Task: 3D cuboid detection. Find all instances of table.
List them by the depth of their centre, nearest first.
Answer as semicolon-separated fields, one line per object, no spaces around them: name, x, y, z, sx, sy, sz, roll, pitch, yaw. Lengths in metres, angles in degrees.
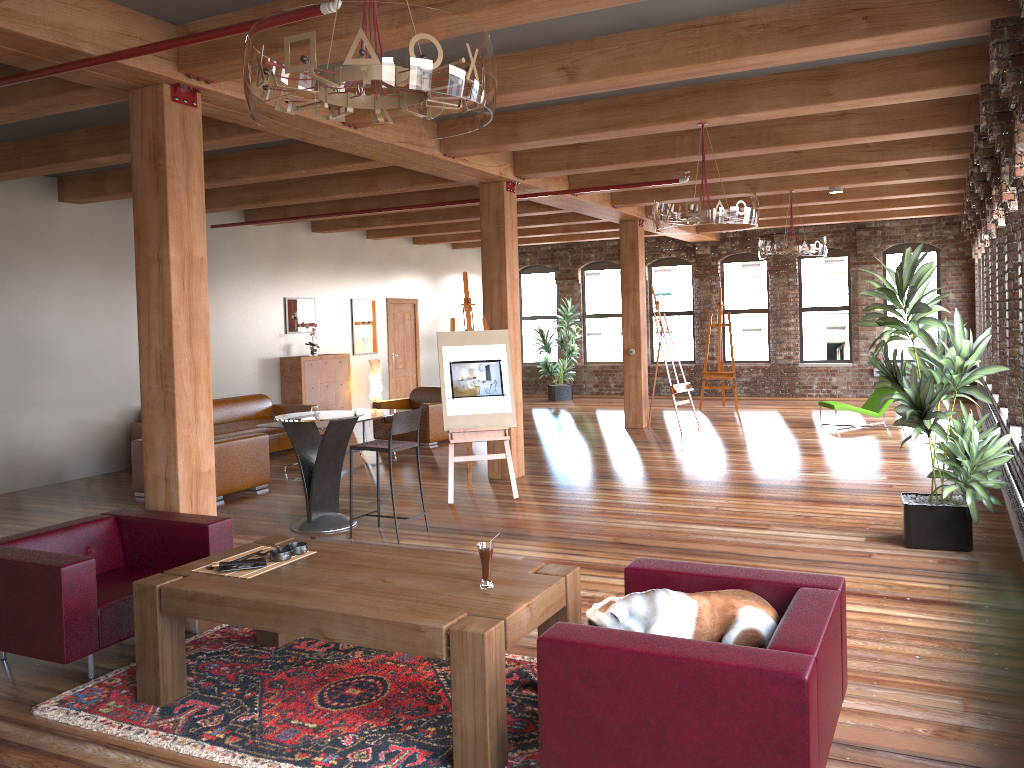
table;-0.673;1.111;3.904;1.750;0.549;0.902;0;4;26
table;-1.568;0.716;7.309;0.722;0.923;0.722;-4;3;-39
table;-2.037;0.674;10.563;0.939;0.559;1.875;0;4;26

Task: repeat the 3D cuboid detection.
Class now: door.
door;-2.026;-0.503;16.181;0.226;2.118;1.032;-1;2;26

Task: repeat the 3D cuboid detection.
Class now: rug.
rug;-0.710;1.383;3.925;2.462;0.009;1.346;0;5;26

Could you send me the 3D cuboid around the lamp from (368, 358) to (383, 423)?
lamp;-2.179;0.144;14.272;0.271;1.113;0.261;-2;2;-19

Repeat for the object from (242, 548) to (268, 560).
object;-1.244;0.821;4.253;0.007;0.008;0.271;-1;4;15

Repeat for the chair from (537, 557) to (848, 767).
chair;0.707;1.094;3.222;0.865;0.592;1.073;0;4;26

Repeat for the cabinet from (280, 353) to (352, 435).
cabinet;-2.976;0.164;13.581;0.418;1.207;1.188;-1;3;26

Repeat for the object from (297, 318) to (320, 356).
object;-3.055;-0.726;13.463;0.370;0.588;0.298;-1;2;21

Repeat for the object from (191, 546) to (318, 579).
object;-1.200;0.831;4.157;0.352;0.001;0.470;0;5;26

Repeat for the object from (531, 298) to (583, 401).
object;0.944;-0.725;18.247;1.080;2.101;0.968;-2;2;4

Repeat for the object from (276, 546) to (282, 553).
object;-1.083;0.780;4.135;0.045;0.079;0.137;-2;3;-9

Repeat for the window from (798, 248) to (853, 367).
window;5.869;-1.440;16.614;0.968;2.216;0.219;-1;2;26

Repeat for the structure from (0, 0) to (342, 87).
structure;-3.794;-1.693;5.346;6.807;0.112;0.051;0;3;26

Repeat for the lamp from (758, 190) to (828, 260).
lamp;3.395;-1.939;10.745;0.810;0.814;0.810;-3;3;-28

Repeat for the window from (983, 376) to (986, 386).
window;6.410;-1.119;11.819;0.233;2.212;0.970;-1;2;26

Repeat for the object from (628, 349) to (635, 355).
object;1.765;-0.475;13.105;0.095;0.095;0.061;0;3;26

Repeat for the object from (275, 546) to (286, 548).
object;-1.131;0.805;4.334;0.059;0.021;0.018;-3;3;-22

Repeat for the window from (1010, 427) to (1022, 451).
window;3.834;-0.670;6.553;0.235;2.212;0.970;-1;2;26

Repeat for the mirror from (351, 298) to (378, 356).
mirror;-2.498;-0.973;15.052;0.025;0.951;0.695;-1;2;26

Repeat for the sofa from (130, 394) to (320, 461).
sofa;-3.605;0.572;11.441;0.951;0.734;2.418;0;4;26

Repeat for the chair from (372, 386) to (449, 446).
chair;-1.298;0.430;12.497;1.064;0.734;0.832;1;4;36

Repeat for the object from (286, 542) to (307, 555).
object;-1.038;0.796;4.272;0.099;0.043;0.099;-4;5;-38

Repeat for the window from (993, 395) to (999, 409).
window;5.124;-0.895;9.187;0.236;2.212;0.970;-1;2;26

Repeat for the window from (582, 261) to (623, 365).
window;1.940;-1.490;18.613;0.968;2.167;0.086;-1;2;26

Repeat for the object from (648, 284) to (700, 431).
object;2.292;-0.419;13.062;0.685;2.138;0.663;0;2;36

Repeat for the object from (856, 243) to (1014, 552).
object;2.994;0.068;6.180;0.966;2.101;1.082;0;2;39

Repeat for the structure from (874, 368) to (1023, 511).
structure;5.119;0.388;9.459;1.633;0.313;13.737;0;4;19

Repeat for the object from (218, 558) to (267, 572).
object;-1.231;0.830;4.043;0.213;0.018;0.154;-3;4;-19

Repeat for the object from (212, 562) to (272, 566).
object;-1.227;0.818;4.036;0.270;0.008;0.007;-2;3;-8

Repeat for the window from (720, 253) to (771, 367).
window;4.547;-1.442;17.261;0.968;2.225;0.221;-1;2;26

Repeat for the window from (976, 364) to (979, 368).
window;7.711;-1.345;14.478;0.232;2.212;0.970;-1;2;26

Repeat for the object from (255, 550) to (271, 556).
object;-1.188;0.807;4.262;0.045;0.030;0.153;-1;4;11

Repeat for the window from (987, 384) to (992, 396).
window;5.766;-1.007;10.506;0.230;2.212;0.970;-1;2;26

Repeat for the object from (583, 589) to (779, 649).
object;0.620;0.912;3.329;0.754;0.296;0.365;-2;3;-2

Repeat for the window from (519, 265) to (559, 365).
window;0.600;-1.497;19.269;0.968;2.167;0.086;-1;2;26

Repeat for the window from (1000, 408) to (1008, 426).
window;4.477;-0.783;7.871;0.232;2.212;0.970;-1;2;26

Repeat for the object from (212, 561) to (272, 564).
object;-1.238;0.817;4.063;0.270;0.008;0.007;-2;3;0

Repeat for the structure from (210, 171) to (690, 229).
structure;-1.236;-2.138;10.572;6.807;0.112;0.051;0;3;26

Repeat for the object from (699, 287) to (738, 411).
object;3.653;-0.637;15.571;0.661;2.138;0.686;-1;2;21

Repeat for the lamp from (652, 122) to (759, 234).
lamp;1.484;-1.607;6.842;0.810;0.814;0.810;-3;3;-21

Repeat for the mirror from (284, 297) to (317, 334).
mirror;-3.232;-1.048;13.559;0.025;0.547;0.695;-1;3;26

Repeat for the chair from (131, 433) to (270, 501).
chair;-3.157;0.731;9.003;1.063;0.734;0.832;0;3;26

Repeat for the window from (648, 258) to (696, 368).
window;3.231;-1.449;17.906;0.968;2.225;0.221;-1;2;26

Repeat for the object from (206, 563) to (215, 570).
object;-1.368;0.834;4.025;0.018;0.021;0.059;-1;4;13

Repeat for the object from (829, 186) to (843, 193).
object;3.857;-2.317;10.546;0.145;0.072;0.148;0;4;26

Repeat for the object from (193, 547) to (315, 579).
object;-1.201;0.831;4.157;0.332;0.003;0.472;0;5;26

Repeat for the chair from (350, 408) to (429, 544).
chair;-0.975;0.691;6.918;0.466;0.980;0.430;-1;2;26

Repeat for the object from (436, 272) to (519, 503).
object;-0.352;-0.014;8.438;0.702;2.138;0.685;-2;2;-14

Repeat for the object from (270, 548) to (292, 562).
object;-1.087;0.805;4.165;0.099;0.043;0.099;-3;4;-26

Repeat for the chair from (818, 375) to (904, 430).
chair;4.940;0.209;12.586;0.956;0.795;0.681;-2;3;1

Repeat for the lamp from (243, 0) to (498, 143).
lamp;-0.460;-1.268;2.869;0.810;0.814;0.810;-3;3;-23

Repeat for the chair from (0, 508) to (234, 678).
chair;-2.169;1.077;4.658;0.865;0.592;1.073;0;4;26

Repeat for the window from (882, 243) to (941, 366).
window;7.203;-1.433;15.960;0.968;2.216;0.219;-1;2;26

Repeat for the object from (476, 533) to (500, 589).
object;-0.102;0.722;3.633;0.076;0.232;0.095;-3;2;-31

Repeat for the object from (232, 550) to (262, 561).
object;-1.277;0.824;4.228;0.007;0.008;0.271;-1;4;22
